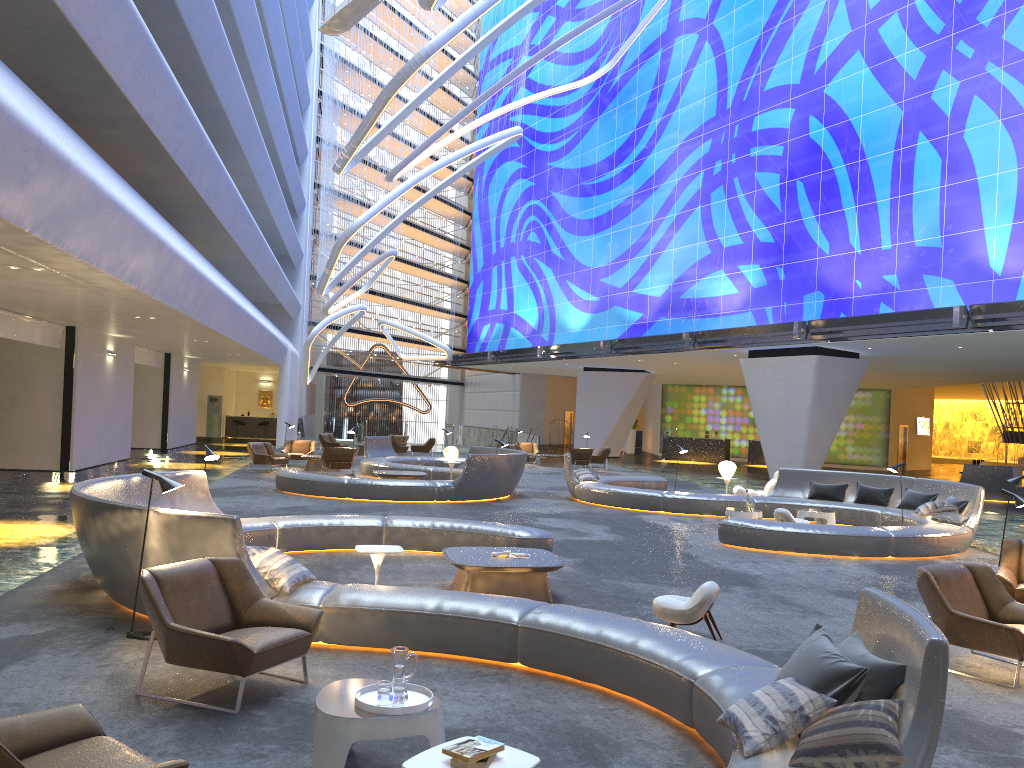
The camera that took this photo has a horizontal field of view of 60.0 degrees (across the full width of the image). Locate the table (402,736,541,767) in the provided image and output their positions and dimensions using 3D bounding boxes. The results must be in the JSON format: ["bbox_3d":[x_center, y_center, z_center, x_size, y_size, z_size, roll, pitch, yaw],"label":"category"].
[{"bbox_3d":[-0.169,1.638,3.157,0.427,0.595,0.418,2,-1,34],"label":"table"}]

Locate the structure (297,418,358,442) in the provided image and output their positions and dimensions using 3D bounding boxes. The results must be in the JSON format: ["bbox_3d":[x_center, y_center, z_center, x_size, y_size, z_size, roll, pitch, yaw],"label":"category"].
[{"bbox_3d":[-11.220,6.174,54.795,3.017,8.238,19.831,3,-2,-10],"label":"structure"}]

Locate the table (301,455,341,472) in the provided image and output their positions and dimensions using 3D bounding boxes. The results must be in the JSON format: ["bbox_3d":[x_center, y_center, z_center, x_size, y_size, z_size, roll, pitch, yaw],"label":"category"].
[{"bbox_3d":[-5.316,2.228,24.896,1.203,0.392,1.203,3,-2,-10],"label":"table"}]

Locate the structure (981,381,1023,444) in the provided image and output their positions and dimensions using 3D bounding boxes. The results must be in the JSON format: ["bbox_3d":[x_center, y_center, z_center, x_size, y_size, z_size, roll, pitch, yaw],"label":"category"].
[{"bbox_3d":[26.490,1.225,30.955,11.985,6.246,16.491,3,-2,-10],"label":"structure"}]

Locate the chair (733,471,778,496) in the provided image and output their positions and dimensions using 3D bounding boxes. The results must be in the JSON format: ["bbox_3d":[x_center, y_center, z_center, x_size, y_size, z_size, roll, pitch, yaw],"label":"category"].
[{"bbox_3d":[5.370,2.277,19.069,1.157,0.882,0.729,2,-1,9],"label":"chair"}]

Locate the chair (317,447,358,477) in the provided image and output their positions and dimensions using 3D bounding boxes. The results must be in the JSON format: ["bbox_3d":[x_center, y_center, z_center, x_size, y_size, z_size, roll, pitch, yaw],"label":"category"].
[{"bbox_3d":[-4.551,2.025,23.153,0.930,0.766,0.938,3,-1,-26],"label":"chair"}]

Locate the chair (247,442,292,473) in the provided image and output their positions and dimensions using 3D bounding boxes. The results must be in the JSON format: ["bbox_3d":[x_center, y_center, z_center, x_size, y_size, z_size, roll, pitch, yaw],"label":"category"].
[{"bbox_3d":[-6.481,1.951,23.511,0.938,0.766,0.930,2,-1,23],"label":"chair"}]

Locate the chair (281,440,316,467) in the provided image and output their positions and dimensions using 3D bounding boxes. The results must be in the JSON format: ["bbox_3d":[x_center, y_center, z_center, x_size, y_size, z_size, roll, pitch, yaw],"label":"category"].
[{"bbox_3d":[-6.256,2.043,26.038,0.929,0.766,0.939,3,-1,-4],"label":"chair"}]

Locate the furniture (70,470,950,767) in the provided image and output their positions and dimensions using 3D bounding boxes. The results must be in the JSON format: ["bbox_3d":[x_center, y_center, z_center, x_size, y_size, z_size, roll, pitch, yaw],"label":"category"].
[{"bbox_3d":[-1.190,1.515,6.954,5.187,0.969,9.928,3,-2,-13],"label":"furniture"}]

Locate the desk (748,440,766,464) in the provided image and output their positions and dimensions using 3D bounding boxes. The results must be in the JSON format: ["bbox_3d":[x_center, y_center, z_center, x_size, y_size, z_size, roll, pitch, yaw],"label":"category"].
[{"bbox_3d":[12.316,3.170,40.254,2.975,1.097,0.814,2,-1,27],"label":"desk"}]

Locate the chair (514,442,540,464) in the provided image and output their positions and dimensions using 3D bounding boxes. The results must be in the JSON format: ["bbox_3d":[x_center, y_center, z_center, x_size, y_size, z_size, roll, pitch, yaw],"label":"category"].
[{"bbox_3d":[0.527,2.569,32.922,0.929,0.766,0.939,3,-1,-4],"label":"chair"}]

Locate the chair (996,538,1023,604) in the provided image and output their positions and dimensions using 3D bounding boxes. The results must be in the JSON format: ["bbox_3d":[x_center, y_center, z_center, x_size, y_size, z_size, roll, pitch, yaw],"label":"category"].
[{"bbox_3d":[5.395,2.006,8.894,0.929,0.766,0.939,2,-1,31],"label":"chair"}]

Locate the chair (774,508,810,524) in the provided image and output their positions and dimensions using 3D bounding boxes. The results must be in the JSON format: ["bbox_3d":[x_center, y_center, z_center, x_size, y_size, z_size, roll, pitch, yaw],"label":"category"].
[{"bbox_3d":[4.948,2.313,14.894,0.585,0.501,1.786,2,-2,44],"label":"chair"}]

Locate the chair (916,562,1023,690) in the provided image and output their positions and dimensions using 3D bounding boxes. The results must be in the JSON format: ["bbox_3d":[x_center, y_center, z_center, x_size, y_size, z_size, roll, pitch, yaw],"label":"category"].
[{"bbox_3d":[3.757,1.870,6.958,0.930,0.766,0.938,3,-1,-31],"label":"chair"}]

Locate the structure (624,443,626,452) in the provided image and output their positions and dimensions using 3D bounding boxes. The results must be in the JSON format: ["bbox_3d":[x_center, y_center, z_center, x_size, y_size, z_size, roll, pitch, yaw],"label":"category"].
[{"bbox_3d":[6.390,2.705,48.672,0.773,2.051,1.021,3,0,-39],"label":"structure"}]

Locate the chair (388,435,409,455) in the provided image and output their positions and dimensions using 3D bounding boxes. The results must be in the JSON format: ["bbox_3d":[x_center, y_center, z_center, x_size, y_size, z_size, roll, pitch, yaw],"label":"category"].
[{"bbox_3d":[-4.600,2.405,34.921,0.929,0.766,0.939,2,-1,17],"label":"chair"}]

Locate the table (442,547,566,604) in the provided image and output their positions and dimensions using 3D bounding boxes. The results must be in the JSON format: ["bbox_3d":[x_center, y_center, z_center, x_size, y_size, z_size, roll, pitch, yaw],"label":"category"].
[{"bbox_3d":[-0.106,1.944,9.008,1.203,0.392,1.203,3,-2,-9],"label":"table"}]

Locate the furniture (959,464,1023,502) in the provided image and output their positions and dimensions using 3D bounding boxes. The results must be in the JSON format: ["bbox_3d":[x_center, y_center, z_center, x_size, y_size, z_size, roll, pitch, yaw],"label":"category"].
[{"bbox_3d":[16.573,2.930,26.162,9.924,0.969,5.189,2,-2,7],"label":"furniture"}]

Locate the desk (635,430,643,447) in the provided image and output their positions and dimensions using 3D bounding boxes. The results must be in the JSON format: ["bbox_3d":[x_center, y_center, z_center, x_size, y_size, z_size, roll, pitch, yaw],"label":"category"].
[{"bbox_3d":[8.001,3.521,57.005,2.975,1.097,0.814,2,-1,29],"label":"desk"}]

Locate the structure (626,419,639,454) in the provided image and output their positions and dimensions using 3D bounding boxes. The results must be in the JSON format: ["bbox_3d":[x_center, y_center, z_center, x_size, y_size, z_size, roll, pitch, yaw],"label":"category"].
[{"bbox_3d":[6.271,2.631,46.537,1.023,2.051,0.772,3,0,-31],"label":"structure"}]

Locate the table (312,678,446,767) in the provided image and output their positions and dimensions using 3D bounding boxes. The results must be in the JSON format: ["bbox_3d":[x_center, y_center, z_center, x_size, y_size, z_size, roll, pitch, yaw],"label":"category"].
[{"bbox_3d":[-0.666,1.771,4.467,0.671,0.406,0.673,3,-1,-13],"label":"table"}]

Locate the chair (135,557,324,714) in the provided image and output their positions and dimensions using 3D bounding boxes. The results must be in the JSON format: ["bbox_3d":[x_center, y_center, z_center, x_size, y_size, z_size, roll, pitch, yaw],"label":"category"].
[{"bbox_3d":[-1.839,1.579,5.702,0.938,0.766,0.930,2,-1,23],"label":"chair"}]

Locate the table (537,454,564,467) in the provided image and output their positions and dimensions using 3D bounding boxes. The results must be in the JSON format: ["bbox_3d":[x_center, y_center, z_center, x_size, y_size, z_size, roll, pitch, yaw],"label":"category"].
[{"bbox_3d":[1.467,2.754,31.780,1.203,0.392,1.203,3,-2,-9],"label":"table"}]

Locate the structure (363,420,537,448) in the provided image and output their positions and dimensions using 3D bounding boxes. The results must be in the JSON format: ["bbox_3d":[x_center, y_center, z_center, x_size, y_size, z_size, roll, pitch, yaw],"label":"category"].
[{"bbox_3d":[-4.965,6.536,56.331,9.307,8.398,19.736,3,-2,-10],"label":"structure"}]

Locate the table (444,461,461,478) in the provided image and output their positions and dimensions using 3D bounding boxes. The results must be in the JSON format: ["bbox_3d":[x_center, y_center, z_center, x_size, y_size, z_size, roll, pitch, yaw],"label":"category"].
[{"bbox_3d":[-1.447,2.167,21.218,0.418,0.595,0.427,3,-1,-11],"label":"table"}]

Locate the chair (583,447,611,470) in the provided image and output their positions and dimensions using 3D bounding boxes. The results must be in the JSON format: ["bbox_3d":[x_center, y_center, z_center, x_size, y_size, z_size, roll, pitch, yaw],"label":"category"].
[{"bbox_3d":[3.005,2.635,31.572,0.939,0.766,0.930,3,-1,-1],"label":"chair"}]

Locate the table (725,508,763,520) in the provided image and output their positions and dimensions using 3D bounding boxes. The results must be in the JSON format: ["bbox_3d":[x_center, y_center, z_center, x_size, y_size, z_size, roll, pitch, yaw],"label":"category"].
[{"bbox_3d":[3.798,2.306,14.813,0.670,0.406,0.674,1,-2,42],"label":"table"}]

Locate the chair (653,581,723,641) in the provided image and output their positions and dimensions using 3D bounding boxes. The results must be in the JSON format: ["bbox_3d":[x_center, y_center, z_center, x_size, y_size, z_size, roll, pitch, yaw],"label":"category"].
[{"bbox_3d":[1.498,1.921,7.568,0.586,0.501,0.491,2,-1,25],"label":"chair"}]

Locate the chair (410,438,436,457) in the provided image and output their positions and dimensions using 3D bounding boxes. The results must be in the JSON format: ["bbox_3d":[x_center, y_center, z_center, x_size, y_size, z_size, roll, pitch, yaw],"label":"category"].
[{"bbox_3d":[-3.391,2.419,33.701,0.939,0.766,0.929,3,-1,-8],"label":"chair"}]

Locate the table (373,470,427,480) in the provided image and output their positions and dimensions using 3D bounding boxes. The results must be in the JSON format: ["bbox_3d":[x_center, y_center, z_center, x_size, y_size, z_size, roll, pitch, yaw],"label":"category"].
[{"bbox_3d":[-2.532,2.192,19.974,1.203,0.392,1.203,3,-2,-9],"label":"table"}]

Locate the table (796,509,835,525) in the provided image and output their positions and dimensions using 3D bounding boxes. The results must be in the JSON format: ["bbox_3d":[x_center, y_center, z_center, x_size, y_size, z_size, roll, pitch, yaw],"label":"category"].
[{"bbox_3d":[5.217,2.386,15.342,0.673,0.406,0.671,2,-1,10],"label":"table"}]

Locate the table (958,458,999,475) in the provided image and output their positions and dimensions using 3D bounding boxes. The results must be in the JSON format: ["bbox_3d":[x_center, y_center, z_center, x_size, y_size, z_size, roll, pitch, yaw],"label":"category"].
[{"bbox_3d":[20.693,3.689,39.331,1.241,0.727,2.309,1,-2,38],"label":"table"}]

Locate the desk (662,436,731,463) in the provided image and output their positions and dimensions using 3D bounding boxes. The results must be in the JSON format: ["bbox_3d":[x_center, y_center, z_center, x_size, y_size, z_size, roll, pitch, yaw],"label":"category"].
[{"bbox_3d":[8.508,3.024,40.996,2.975,1.097,0.814,2,-1,29],"label":"desk"}]

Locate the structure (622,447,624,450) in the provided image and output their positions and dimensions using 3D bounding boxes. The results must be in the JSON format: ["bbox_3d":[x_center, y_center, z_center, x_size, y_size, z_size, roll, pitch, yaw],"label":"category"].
[{"bbox_3d":[6.447,2.770,50.604,1.022,2.051,0.773,3,0,2],"label":"structure"}]

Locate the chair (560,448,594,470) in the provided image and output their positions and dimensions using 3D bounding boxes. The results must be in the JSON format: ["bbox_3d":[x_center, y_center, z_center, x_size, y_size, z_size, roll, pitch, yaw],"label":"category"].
[{"bbox_3d":[2.231,2.551,30.038,0.930,0.766,0.938,3,-1,-26],"label":"chair"}]

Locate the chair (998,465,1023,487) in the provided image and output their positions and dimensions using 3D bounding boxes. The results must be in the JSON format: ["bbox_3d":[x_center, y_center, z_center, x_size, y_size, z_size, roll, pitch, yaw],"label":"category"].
[{"bbox_3d":[15.456,3.005,27.626,0.728,0.882,1.158,2,-1,34],"label":"chair"}]

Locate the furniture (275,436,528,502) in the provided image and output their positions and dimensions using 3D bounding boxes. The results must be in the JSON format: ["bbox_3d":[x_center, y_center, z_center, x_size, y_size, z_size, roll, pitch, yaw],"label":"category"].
[{"bbox_3d":[-1.980,1.972,22.077,5.184,0.969,9.933,2,-2,7],"label":"furniture"}]

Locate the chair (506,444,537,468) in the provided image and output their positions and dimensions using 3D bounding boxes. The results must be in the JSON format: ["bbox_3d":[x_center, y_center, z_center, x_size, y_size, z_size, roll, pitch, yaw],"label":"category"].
[{"bbox_3d":[0.302,2.477,30.396,0.938,0.766,0.930,2,-1,23],"label":"chair"}]

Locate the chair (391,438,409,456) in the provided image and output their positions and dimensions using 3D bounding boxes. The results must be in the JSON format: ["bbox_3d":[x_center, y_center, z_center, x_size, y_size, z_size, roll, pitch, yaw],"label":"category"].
[{"bbox_3d":[-4.342,2.321,31.982,0.929,0.766,0.939,2,-1,42],"label":"chair"}]

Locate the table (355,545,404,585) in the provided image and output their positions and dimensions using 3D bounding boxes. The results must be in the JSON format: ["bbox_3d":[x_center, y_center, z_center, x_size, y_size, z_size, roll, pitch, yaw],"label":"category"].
[{"bbox_3d":[-1.185,1.744,7.819,0.418,0.595,0.427,3,-1,-14],"label":"table"}]

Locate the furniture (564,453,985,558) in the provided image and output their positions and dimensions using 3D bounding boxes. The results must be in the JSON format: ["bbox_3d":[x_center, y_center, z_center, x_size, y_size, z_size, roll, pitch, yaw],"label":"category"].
[{"bbox_3d":[4.498,2.109,17.437,5.188,0.969,9.926,3,-2,-18],"label":"furniture"}]

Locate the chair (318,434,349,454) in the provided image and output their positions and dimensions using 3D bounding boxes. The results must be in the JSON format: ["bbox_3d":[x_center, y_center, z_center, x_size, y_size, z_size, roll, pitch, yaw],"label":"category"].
[{"bbox_3d":[-6.665,2.250,32.996,0.938,0.766,0.930,2,-1,15],"label":"chair"}]

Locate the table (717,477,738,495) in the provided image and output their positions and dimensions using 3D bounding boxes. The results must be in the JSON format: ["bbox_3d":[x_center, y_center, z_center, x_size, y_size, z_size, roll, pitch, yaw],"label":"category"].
[{"bbox_3d":[4.790,2.400,19.810,0.418,0.595,0.427,3,-1,-36],"label":"table"}]

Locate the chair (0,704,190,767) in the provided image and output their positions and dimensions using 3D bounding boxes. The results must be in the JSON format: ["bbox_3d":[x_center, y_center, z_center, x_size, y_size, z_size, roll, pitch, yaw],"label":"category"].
[{"bbox_3d":[-1.859,1.502,3.348,0.929,0.766,0.939,2,-1,40],"label":"chair"}]
